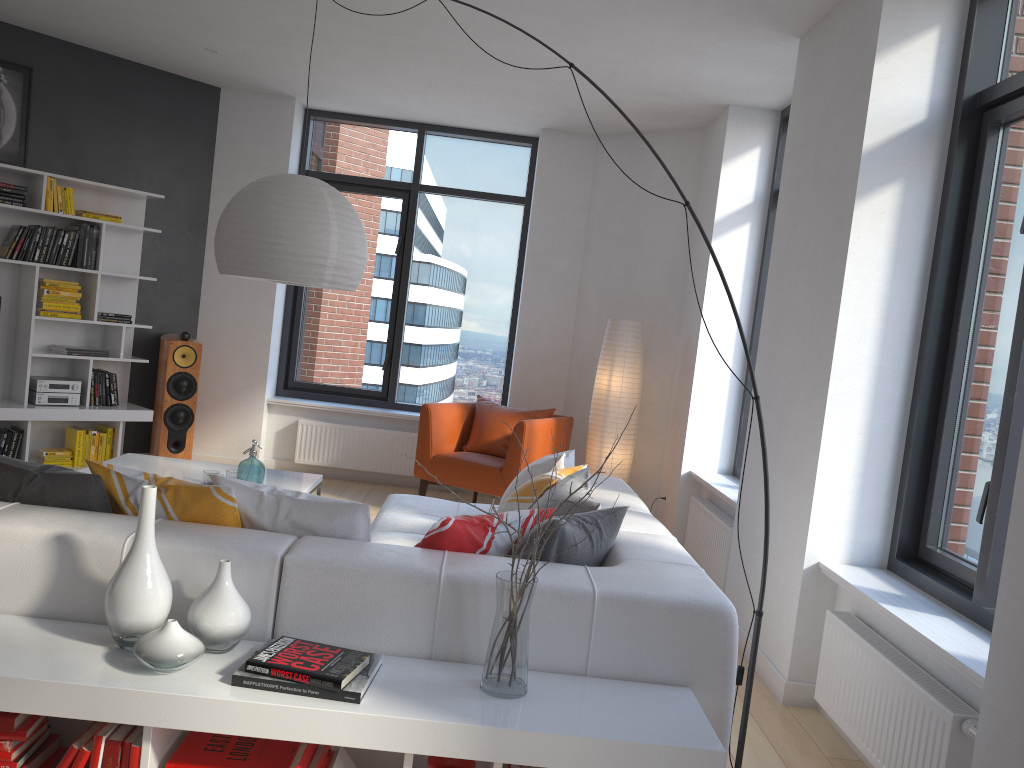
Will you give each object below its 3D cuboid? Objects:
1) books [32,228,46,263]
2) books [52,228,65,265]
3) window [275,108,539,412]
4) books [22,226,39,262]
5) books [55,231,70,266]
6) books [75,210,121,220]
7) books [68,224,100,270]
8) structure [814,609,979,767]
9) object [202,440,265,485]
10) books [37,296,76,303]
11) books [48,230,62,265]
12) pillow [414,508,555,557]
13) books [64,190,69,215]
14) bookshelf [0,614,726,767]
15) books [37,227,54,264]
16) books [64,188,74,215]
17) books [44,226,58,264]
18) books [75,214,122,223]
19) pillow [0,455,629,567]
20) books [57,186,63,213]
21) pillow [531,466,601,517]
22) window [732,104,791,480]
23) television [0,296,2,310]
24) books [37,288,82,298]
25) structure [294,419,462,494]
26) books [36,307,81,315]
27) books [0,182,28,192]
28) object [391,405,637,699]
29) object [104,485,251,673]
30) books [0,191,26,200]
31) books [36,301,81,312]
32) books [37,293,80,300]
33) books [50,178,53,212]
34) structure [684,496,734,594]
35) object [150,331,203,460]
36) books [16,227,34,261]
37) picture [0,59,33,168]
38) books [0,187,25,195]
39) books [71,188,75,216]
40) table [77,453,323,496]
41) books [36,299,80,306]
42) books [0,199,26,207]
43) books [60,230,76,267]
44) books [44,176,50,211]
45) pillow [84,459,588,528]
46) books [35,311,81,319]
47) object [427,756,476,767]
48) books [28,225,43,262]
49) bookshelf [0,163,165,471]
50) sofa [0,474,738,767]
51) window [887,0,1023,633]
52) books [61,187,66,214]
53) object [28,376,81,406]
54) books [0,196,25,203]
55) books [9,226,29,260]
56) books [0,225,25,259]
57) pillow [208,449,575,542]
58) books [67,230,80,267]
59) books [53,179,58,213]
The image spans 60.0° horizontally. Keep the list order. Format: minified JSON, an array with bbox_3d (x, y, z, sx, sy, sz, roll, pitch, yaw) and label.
[{"bbox_3d":[-3.213,-0.935,5.972,0.179,0.243,0.068,10,5,42],"label":"books"},{"bbox_3d":[-3.135,-0.938,6.059,0.192,0.254,0.075,10,5,42],"label":"books"},{"bbox_3d":[-0.886,-0.982,7.513,1.960,2.402,0.170,7,3,-2],"label":"window"},{"bbox_3d":[-3.232,-0.934,5.922,0.172,0.242,0.069,10,5,44],"label":"books"},{"bbox_3d":[-3.109,-0.931,6.069,0.179,0.243,0.071,10,5,42],"label":"books"},{"bbox_3d":[-2.921,-1.189,6.248,0.257,0.024,0.203,4,5,-44],"label":"books"},{"bbox_3d":[-3.018,-0.962,6.218,0.259,0.321,0.128,10,5,43],"label":"books"},{"bbox_3d":[1.251,1.133,2.931,0.110,0.460,1.015,7,3,-2],"label":"structure"},{"bbox_3d":[-1.344,0.390,4.294,0.330,0.265,0.330,8,4,22],"label":"object"},{"bbox_3d":[-3.155,-0.585,6.135,0.217,0.023,0.145,4,5,-43],"label":"books"},{"bbox_3d":[-3.133,-0.928,6.025,0.172,0.242,0.069,10,5,44],"label":"books"},{"bbox_3d":[-0.985,0.493,2.778,2.250,0.449,0.575,7,3,-4],"label":"pillow"},{"bbox_3d":[-3.043,-1.231,6.017,0.108,0.161,0.046,10,5,42],"label":"books"},{"bbox_3d":[-0.844,0.911,2.141,2.600,0.500,0.356,7,3,-2],"label":"bookshelf"},{"bbox_3d":[-3.190,-0.939,6.002,0.191,0.249,0.084,10,5,43],"label":"books"},{"bbox_3d":[-3.036,-1.244,6.043,0.141,0.184,0.064,10,5,44],"label":"books"},{"bbox_3d":[-3.167,-0.943,6.027,0.197,0.260,0.066,10,5,43],"label":"books"},{"bbox_3d":[-2.916,-1.163,6.246,0.257,0.028,0.194,4,5,-42],"label":"books"},{"bbox_3d":[-0.658,0.504,2.795,2.120,0.436,0.608,6,3,-6],"label":"pillow"},{"bbox_3d":[-3.082,-1.244,6.001,0.132,0.180,0.054,10,5,43],"label":"books"},{"bbox_3d":[-1.086,0.431,3.104,2.953,0.453,0.647,6,4,-14],"label":"pillow"},{"bbox_3d":[1.706,-0.532,5.176,0.170,2.402,1.310,7,3,-2],"label":"window"},{"bbox_3d":[-3.826,-0.257,5.530,0.207,0.704,1.102,10,5,43],"label":"television"},{"bbox_3d":[-3.145,-0.632,6.159,0.239,0.033,0.176,4,5,-44],"label":"books"},{"bbox_3d":[-1.033,0.599,7.279,1.474,0.460,0.110,7,3,-2],"label":"structure"},{"bbox_3d":[-3.158,-0.507,6.148,0.257,0.024,0.203,4,5,-44],"label":"books"},{"bbox_3d":[-3.353,-1.296,5.798,0.209,0.030,0.266,9,4,36],"label":"books"},{"bbox_3d":[0.048,0.391,2.111,0.406,0.744,0.607,9,4,38],"label":"object"},{"bbox_3d":[-0.826,0.458,2.172,0.316,0.398,0.319,8,4,22],"label":"object"},{"bbox_3d":[-3.371,-1.244,5.812,0.284,0.030,0.214,4,5,-43],"label":"books"},{"bbox_3d":[-3.156,-0.540,6.150,0.189,0.042,0.243,10,5,43],"label":"books"},{"bbox_3d":[-3.156,-0.607,6.154,0.171,0.019,0.239,10,5,43],"label":"books"},{"bbox_3d":[-3.131,-1.271,5.964,0.163,0.224,0.041,10,5,41],"label":"books"},{"bbox_3d":[1.193,0.988,5.229,0.110,0.460,1.015,7,3,-2],"label":"structure"},{"bbox_3d":[-2.577,0.129,6.770,0.290,1.088,0.434,5,4,-32],"label":"object"},{"bbox_3d":[-3.266,-0.934,5.906,0.169,0.233,0.081,10,5,42],"label":"books"},{"bbox_3d":[-3.694,-1.803,5.525,0.076,0.707,1.279,10,5,43],"label":"picture"},{"bbox_3d":[-3.346,-1.268,5.794,0.246,0.026,0.180,3,5,-44],"label":"books"},{"bbox_3d":[-3.026,-1.245,6.066,0.142,0.184,0.044,10,5,44],"label":"books"},{"bbox_3d":[-1.622,0.699,4.461,1.091,0.435,1.091,7,3,-2],"label":"table"},{"bbox_3d":[-3.165,-0.570,6.156,0.251,0.014,0.189,4,5,-44],"label":"books"},{"bbox_3d":[-3.362,-1.191,5.797,0.284,0.030,0.214,4,5,-43],"label":"books"},{"bbox_3d":[-3.090,-0.933,6.105,0.191,0.249,0.084,10,5,43],"label":"books"},{"bbox_3d":[-3.133,-1.271,5.934,0.161,0.229,0.041,10,5,42],"label":"books"},{"bbox_3d":[-0.474,0.510,3.338,2.095,0.440,0.630,3,5,-45],"label":"pillow"},{"bbox_3d":[-3.152,-0.480,6.146,0.257,0.028,0.194,4,5,-42],"label":"books"},{"bbox_3d":[-0.160,1.034,2.137,0.125,0.258,0.125,5,4,-24],"label":"object"},{"bbox_3d":[-3.235,-0.944,5.957,0.192,0.254,0.075,10,5,42],"label":"books"},{"bbox_3d":[-3.721,-0.415,5.451,0.455,2.052,3.000,10,5,43],"label":"bookshelf"},{"bbox_3d":[-1.125,0.672,3.607,3.424,0.732,2.614,7,3,-2],"label":"sofa"},{"bbox_3d":[1.764,-0.387,2.881,0.170,2.402,1.310,7,3,-2],"label":"window"},{"bbox_3d":[-3.063,-1.242,6.011,0.128,0.178,0.044,10,5,43],"label":"books"},{"bbox_3d":[-3.195,0.048,6.163,0.270,0.174,0.285,10,5,43],"label":"object"},{"bbox_3d":[-3.362,-1.216,5.797,0.189,0.020,0.264,10,5,41],"label":"books"},{"bbox_3d":[-3.297,-0.936,5.893,0.187,0.234,0.096,10,5,43],"label":"books"},{"bbox_3d":[-3.317,-0.938,5.865,0.182,0.234,0.104,10,5,43],"label":"books"},{"bbox_3d":[-0.282,0.499,3.592,0.580,0.456,2.156,8,4,24],"label":"pillow"},{"bbox_3d":[-3.067,-0.937,6.130,0.197,0.260,0.066,10,5,43],"label":"books"},{"bbox_3d":[-3.116,-1.271,5.992,0.164,0.224,0.054,10,5,42],"label":"books"}]
